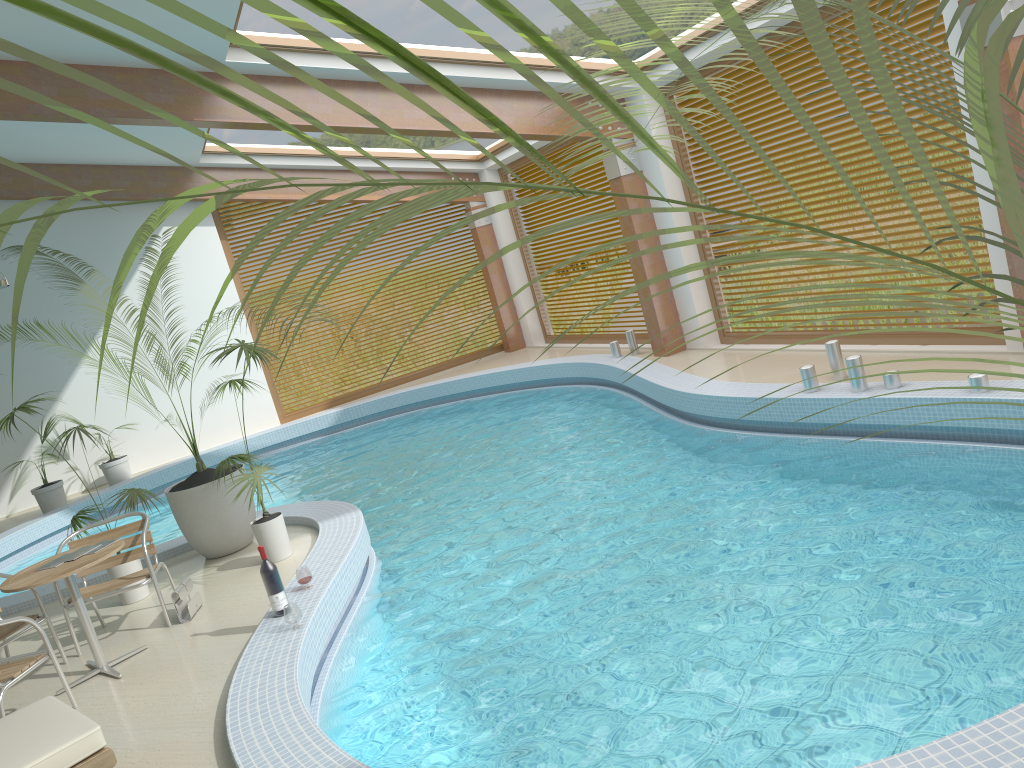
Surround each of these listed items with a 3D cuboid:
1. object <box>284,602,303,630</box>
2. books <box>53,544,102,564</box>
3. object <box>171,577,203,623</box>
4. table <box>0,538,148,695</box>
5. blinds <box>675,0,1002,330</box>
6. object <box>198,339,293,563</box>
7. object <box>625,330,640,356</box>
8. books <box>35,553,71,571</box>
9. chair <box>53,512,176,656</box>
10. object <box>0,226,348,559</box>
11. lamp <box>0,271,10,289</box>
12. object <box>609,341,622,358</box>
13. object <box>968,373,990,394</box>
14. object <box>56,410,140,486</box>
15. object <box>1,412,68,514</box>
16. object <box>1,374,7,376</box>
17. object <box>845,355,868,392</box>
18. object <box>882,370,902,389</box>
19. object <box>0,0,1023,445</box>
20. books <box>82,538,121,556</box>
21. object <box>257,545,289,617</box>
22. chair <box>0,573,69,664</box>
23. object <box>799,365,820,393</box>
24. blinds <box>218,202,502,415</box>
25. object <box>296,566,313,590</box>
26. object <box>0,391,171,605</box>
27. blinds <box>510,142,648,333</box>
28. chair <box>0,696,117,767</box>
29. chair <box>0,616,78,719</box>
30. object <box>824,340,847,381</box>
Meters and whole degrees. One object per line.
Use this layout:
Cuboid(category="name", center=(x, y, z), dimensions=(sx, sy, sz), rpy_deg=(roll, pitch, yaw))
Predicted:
Cuboid(category="object", center=(-1.232, 1.309, 4.999), dimensions=(0.102, 0.137, 0.102), rpy_deg=(-18, 9, -12))
Cuboid(category="books", center=(-2.653, 1.037, 5.420), dimensions=(0.166, 0.004, 0.241), rpy_deg=(-13, 9, 21))
Cuboid(category="object", center=(-2.201, 1.459, 6.014), dimensions=(0.081, 0.223, 0.272), rpy_deg=(-16, 9, 0))
Cuboid(category="table", center=(-2.591, 1.413, 5.369), dimensions=(0.700, 0.720, 0.700), rpy_deg=(-16, 9, -1))
Cuboid(category="blinds", center=(3.035, -1.870, 8.486), dimensions=(0.095, 2.921, 4.200), rpy_deg=(-19, 9, -20))
Cuboid(category="object", center=(-1.926, 0.502, 6.661), dimensions=(0.791, 1.695, 1.059), rpy_deg=(-22, 11, -33))
Cuboid(category="object", center=(1.547, -0.531, 11.394), dimensions=(0.115, 0.320, 0.115), rpy_deg=(-11, 10, 28))
Cuboid(category="books", center=(-2.746, 1.073, 5.385), dimensions=(0.166, 0.004, 0.241), rpy_deg=(-13, 9, 21))
Cuboid(category="chair", center=(-2.697, 1.325, 6.032), dimensions=(0.618, 0.727, 0.563), rpy_deg=(-17, 9, -8))
Cuboid(category="object", center=(-2.686, -0.020, 7.075), dimensions=(2.979, 2.960, 2.729), rpy_deg=(-16, 9, -3))
Cuboid(category="lamp", center=(-6.349, -2.008, 10.118), dimensions=(0.506, 1.958, 0.505), rpy_deg=(-19, 9, -20))
Cuboid(category="object", center=(1.298, -0.438, 11.119), dimensions=(0.115, 0.204, 0.115), rpy_deg=(-13, 9, 20))
Cuboid(category="object", center=(3.025, -0.007, 5.746), dimensions=(0.115, 0.107, 0.115), rpy_deg=(-11, 10, 28))
Cuboid(category="object", center=(-5.852, 0.838, 12.718), dimensions=(1.067, 1.310, 0.822), rpy_deg=(-17, 9, -8))
Cuboid(category="object", center=(-6.359, 1.089, 12.058), dimensions=(0.822, 1.310, 1.067), rpy_deg=(-13, 9, 19))
Cuboid(category="object", center=(-7.658, 0.797, 10.756), dimensions=(2.729, 2.960, 2.979), rpy_deg=(-23, 11, -39))
Cuboid(category="object", center=(2.543, -0.076, 6.542), dimensions=(0.115, 0.254, 0.115), rpy_deg=(-13, 9, 20))
Cuboid(category="object", center=(2.739, -0.031, 6.394), dimensions=(0.115, 0.107, 0.115), rpy_deg=(-11, 10, 28))
Cuboid(category="object", center=(0.731, 0.028, 0.791), dimensions=(2.729, 2.960, 2.979), rpy_deg=(-10, 11, 34))
Cuboid(category="books", center=(-2.548, 1.005, 5.461), dimensions=(0.166, 0.004, 0.241), rpy_deg=(-13, 9, 21))
Cuboid(category="object", center=(-1.427, 1.163, 5.269), dimensions=(0.109, 0.435, 0.109), rpy_deg=(-14, 9, 14))
Cuboid(category="chair", center=(-3.288, 1.577, 5.515), dimensions=(0.563, 0.727, 0.618), rpy_deg=(-12, 10, 22))
Cuboid(category="object", center=(2.318, -0.041, 6.912), dimensions=(0.115, 0.194, 0.115), rpy_deg=(-13, 9, 20))
Cuboid(category="blinds", center=(-2.494, -1.949, 15.039), dimensions=(4.500, 4.025, 0.099), rpy_deg=(-19, 9, -20))
Cuboid(category="object", center=(-1.317, 1.231, 5.631), dimensions=(0.102, 0.137, 0.102), rpy_deg=(-18, 9, -12))
Cuboid(category="object", center=(-3.168, 0.865, 6.598), dimensions=(1.059, 1.695, 0.791), rpy_deg=(-13, 9, 15))
Cuboid(category="blinds", center=(1.149, -2.089, 13.147), dimensions=(0.095, 2.921, 4.200), rpy_deg=(-19, 9, -20))
Cuboid(category="chair", center=(-2.530, 1.673, 3.182), dimensions=(1.903, 0.866, 0.861), rpy_deg=(-24, 12, -41))
Cuboid(category="chair", center=(-2.856, 1.577, 4.755), dimensions=(0.618, 0.727, 0.563), rpy_deg=(-14, 9, 12))
Cuboid(category="object", center=(2.682, -0.197, 7.345), dimensions=(0.115, 0.320, 0.115), rpy_deg=(-11, 10, 28))
